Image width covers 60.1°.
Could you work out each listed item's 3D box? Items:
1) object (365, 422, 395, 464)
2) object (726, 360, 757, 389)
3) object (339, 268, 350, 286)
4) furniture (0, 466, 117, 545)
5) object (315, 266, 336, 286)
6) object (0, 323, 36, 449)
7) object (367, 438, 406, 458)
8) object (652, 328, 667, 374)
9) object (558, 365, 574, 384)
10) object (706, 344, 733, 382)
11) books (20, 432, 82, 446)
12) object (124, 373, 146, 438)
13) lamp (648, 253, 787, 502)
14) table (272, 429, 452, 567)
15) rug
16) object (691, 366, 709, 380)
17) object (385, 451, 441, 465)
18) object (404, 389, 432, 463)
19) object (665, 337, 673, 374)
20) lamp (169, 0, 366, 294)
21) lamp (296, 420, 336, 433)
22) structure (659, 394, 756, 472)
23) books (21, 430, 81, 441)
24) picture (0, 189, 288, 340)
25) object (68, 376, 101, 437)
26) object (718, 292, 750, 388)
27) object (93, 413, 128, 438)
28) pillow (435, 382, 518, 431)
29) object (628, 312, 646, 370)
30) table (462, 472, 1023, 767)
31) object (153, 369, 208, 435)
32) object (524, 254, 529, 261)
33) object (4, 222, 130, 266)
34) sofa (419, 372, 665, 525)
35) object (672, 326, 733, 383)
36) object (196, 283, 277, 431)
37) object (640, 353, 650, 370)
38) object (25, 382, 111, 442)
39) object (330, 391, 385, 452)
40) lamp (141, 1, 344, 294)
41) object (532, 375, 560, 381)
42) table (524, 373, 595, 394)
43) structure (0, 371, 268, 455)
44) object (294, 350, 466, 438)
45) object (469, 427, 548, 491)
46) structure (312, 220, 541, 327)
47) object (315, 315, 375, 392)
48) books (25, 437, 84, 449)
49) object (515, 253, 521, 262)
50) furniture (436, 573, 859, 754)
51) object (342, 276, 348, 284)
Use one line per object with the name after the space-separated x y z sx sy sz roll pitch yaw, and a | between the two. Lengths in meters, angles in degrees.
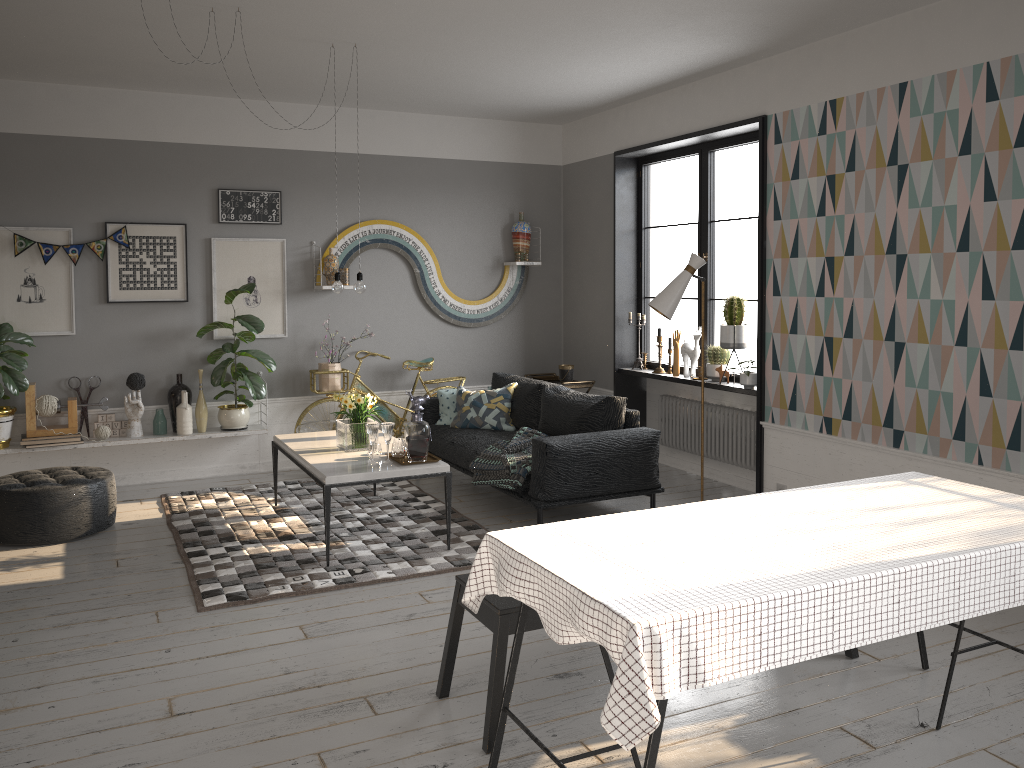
-0.752 0.339 5.052 0.168 0.226 0.082 -1 3 -14 | object
1.617 -0.069 6.074 0.246 0.203 0.171 -3 5 -23 | object
-1.374 -0.877 7.251 0.086 0.139 0.086 -3 5 -33 | object
-2.865 0.740 5.510 0.737 0.355 0.737 -5 8 -39 | furniture
-1.500 -0.878 7.174 0.197 0.165 0.060 0 3 8 | object
-3.619 -0.026 6.154 0.511 0.960 0.547 -3 5 -40 | object
-0.684 0.390 5.232 0.247 0.087 0.280 5 8 42 | object
1.189 -0.274 7.126 0.123 0.374 0.123 -2 3 -21 | object
0.471 -0.083 7.722 0.141 0.160 0.139 1 5 12 | object
1.530 -0.163 6.549 0.235 0.282 0.214 3 5 38 | object
-3.320 0.393 6.381 0.384 0.029 0.261 -3 7 -25 | books
-2.825 0.155 6.635 0.155 0.481 0.137 -2 3 -26 | object
1.370 0.078 5.208 1.248 1.696 0.682 -2 4 -28 | lamp
-0.984 0.654 5.516 0.733 0.508 1.462 -3 7 -26 | table
-1.222 0.879 5.662 1.772 0.034 2.537 -3 7 -26 | rug
1.417 -0.082 6.660 0.123 0.098 0.123 -1 5 -3 | object
-0.578 0.429 5.154 0.247 0.015 0.319 -4 7 -26 | object
-0.541 0.235 5.092 0.156 0.415 0.149 -1 3 -6 | object
1.266 -0.232 7.086 0.075 0.299 0.076 0 3 5 | object
-1.311 -1.258 4.912 0.074 1.530 1.400 2 5 33 | lamp
-1.490 0.513 7.026 0.432 0.436 0.434 0 5 5 | lamp
1.516 0.358 6.825 0.149 0.426 1.228 -2 6 -28 | structure
-3.327 0.370 6.388 0.379 0.017 0.230 -4 8 -29 | books
-4.251 -0.505 3.834 7.300 1.787 4.056 -3 7 -26 | picture
-3.184 0.172 6.605 0.222 0.462 0.019 -2 3 -26 | object
1.564 -0.320 6.229 0.236 0.668 0.229 2 4 35 | object
-3.006 0.308 6.658 0.265 0.173 0.078 -2 4 -20 | object
-0.263 0.163 6.998 0.444 0.360 0.800 -5 8 -43 | pillow
1.046 -0.363 7.414 0.145 0.488 0.163 0 3 10 | object
0.935 0.827 2.744 2.027 0.781 0.935 -3 6 -26 | table
-2.535 0.136 6.758 0.332 0.486 0.287 2 4 24 | object
0.130 -1.135 7.934 0.050 0.058 0.050 -4 6 -36 | object
-3.267 -1.034 6.513 0.915 0.338 0.057 -3 4 -26 | object
0.058 0.402 6.471 0.971 0.794 2.350 -3 7 -26 | sofa
1.419 -0.234 6.667 0.134 0.408 0.665 -2 6 -25 | object
-2.142 -0.214 6.896 0.567 1.146 0.417 1 3 14 | object
1.119 -0.200 7.459 0.084 0.151 0.085 -2 4 -22 | object
-3.216 0.206 6.428 0.546 0.438 0.239 -3 4 -26 | object
-0.961 0.224 5.501 0.325 0.350 0.353 -2 5 -24 | object
-1.450 -1.257 4.912 0.074 1.530 1.400 2 5 33 | lamp
0.352 -0.051 8.060 0.247 0.015 0.319 -4 7 -26 | object
0.419 0.278 7.938 0.339 0.677 0.745 -2 5 -26 | table
-3.212 0.230 6.464 2.778 0.484 0.309 -3 5 -26 | structure
-1.013 0.195 7.474 1.629 0.966 0.427 -4 5 -34 | object
0.059 0.504 5.801 0.491 0.327 0.669 -4 7 -31 | object
-0.686 -0.950 7.653 2.024 0.952 0.268 -3 4 -26 | structure
-1.367 -0.256 7.255 0.488 0.639 0.254 -1 3 -8 | object
-3.311 0.416 6.392 0.368 0.021 0.297 -4 8 -31 | books
0.054 -1.135 7.936 0.060 0.079 0.060 -3 5 -37 | object
0.565 0.912 3.447 1.671 0.454 0.467 -3 6 -26 | furniture
-1.386 -0.858 7.333 0.062 0.081 0.062 3 6 40 | object
